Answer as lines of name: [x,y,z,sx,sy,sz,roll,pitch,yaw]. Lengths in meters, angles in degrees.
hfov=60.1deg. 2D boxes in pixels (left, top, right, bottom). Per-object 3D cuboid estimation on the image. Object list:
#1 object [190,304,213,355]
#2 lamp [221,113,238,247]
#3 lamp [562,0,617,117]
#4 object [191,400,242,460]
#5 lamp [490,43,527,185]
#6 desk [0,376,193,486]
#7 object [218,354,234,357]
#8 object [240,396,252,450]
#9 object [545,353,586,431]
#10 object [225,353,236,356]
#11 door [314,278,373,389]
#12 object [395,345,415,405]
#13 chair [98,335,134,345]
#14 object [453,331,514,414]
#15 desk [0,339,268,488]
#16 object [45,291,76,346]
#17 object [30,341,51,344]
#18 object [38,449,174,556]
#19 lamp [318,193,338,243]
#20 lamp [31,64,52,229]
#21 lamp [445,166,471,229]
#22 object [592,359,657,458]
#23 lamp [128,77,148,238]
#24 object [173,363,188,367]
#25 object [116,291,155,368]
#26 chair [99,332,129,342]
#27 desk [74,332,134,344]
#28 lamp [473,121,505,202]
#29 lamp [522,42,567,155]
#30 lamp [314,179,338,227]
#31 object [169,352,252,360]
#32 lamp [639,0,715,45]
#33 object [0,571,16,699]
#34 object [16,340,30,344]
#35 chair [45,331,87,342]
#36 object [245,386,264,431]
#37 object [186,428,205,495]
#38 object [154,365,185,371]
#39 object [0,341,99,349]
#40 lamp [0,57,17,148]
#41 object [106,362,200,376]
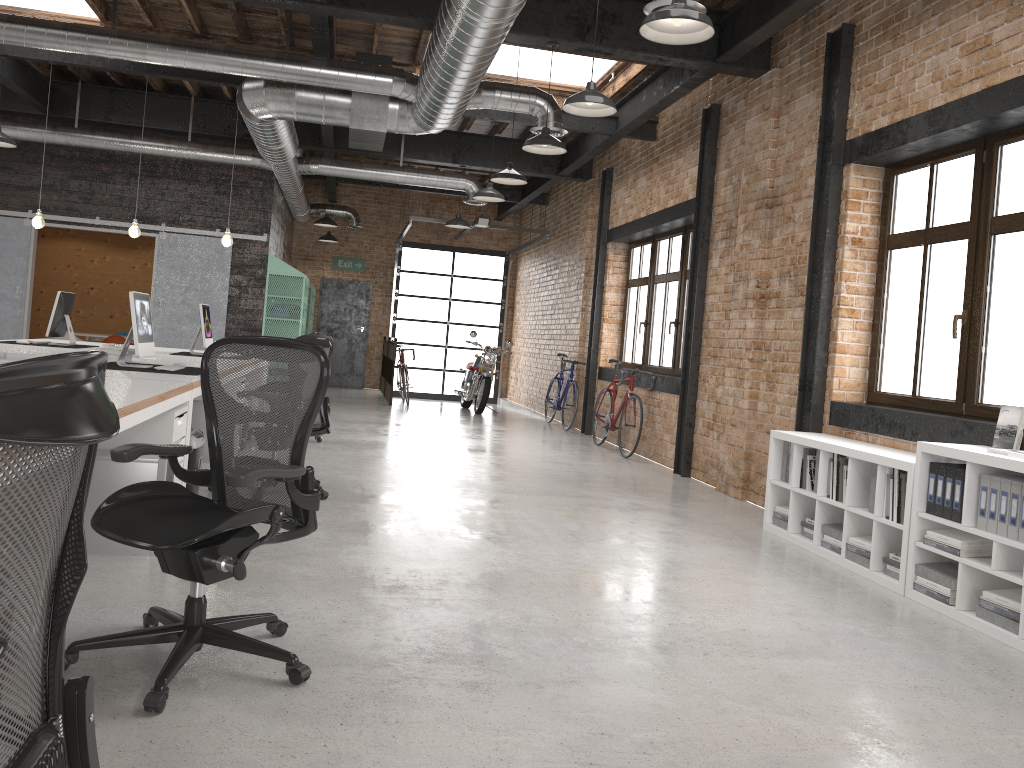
object: [-2.964,-0.524,8.507,0.189,0.485,0.484,5,1,-11]
lamp: [-2.935,-2.278,9.324,0.123,1.678,0.123,5,0,-13]
lamp: [0.564,-2.480,5.827,0.361,1.363,0.362,5,0,-38]
object: [-2.475,0.373,7.164,0.541,0.455,0.221,4,0,-11]
lamp: [0.025,-2.655,8.649,0.362,1.363,0.362,5,0,-3]
desk: [-2.444,0.447,2.156,2.310,0.769,5.118,4,3,-11]
object: [-2.761,-0.274,8.522,0.118,0.017,0.439,4,3,-11]
object: [-2.470,0.333,7.905,0.250,0.466,0.339,5,1,-11]
object: [0.704,0.089,12.600,0.401,1.039,1.740,5,2,-16]
object: [-2.815,-0.300,8.845,0.106,0.028,0.059,4,2,-12]
door: [-3.321,-0.991,17.350,0.997,2.099,0.218,5,0,-11]
object: [-1.913,-0.164,15.503,0.410,1.033,1.736,5,2,-5]
chair: [-5.799,-0.335,13.056,0.617,0.778,0.581,4,1,-16]
object: [-0.524,-0.199,14.855,0.812,1.360,2.181,5,2,-23]
desk: [-3.405,0.136,7.184,2.310,0.769,5.118,4,3,-11]
object: [-4.081,-0.596,8.072,0.189,0.485,0.484,5,1,-11]
object: [-4.323,-0.381,8.055,0.118,0.017,0.439,4,3,-11]
object: [-1.909,0.556,4.207,0.541,0.455,0.221,4,0,-11]
lamp: [-3.276,-3.256,16.071,0.361,1.338,0.362,5,0,-33]
lamp: [-4.736,-2.411,8.978,0.123,1.678,0.123,5,0,-13]
lamp: [-0.727,-2.638,12.470,0.361,0.856,0.362,5,0,-33]
object: [1.189,0.246,10.062,0.401,1.039,1.740,5,2,-16]
lamp: [-3.836,-2.345,9.151,0.123,1.678,0.123,5,0,-13]
object: [-2.295,-0.132,6.127,0.106,0.028,0.059,4,2,-12]
object: [-2.445,-0.356,5.789,0.189,0.485,0.484,5,1,-11]
chair: [-6.619,-0.488,14.914,0.617,0.778,0.581,4,1,-16]
desk: [-6.029,-0.374,13.997,1.997,0.731,0.999,4,2,-10]
lamp: [-0.222,-2.475,9.831,0.362,0.856,0.362,5,0,7]
lamp: [0.295,-2.308,7.124,0.362,0.856,0.361,5,0,12]
lamp: [-2.812,-3.106,13.646,0.361,1.338,0.362,5,0,-33]
object: [-2.876,-0.271,8.537,0.686,0.008,0.849,4,3,-12]
lamp: [0.834,-2.134,4.302,0.362,0.856,0.362,5,0,7]
object: [-1.357,0.693,2.086,0.250,0.466,0.339,5,1,-11]
object: [-4.268,-0.368,7.731,0.106,0.028,0.059,4,2,-10]
chair: [-6.491,-0.386,12.923,0.617,0.778,0.581,4,1,-16]
object: [-2.877,0.243,9.267,0.541,0.455,0.221,4,0,-11]
object: [-1.946,0.502,5.165,0.250,0.466,0.339,5,1,-11]
object: [-2.241,-0.106,5.804,0.118,0.017,0.439,4,3,-11]
object: [-4.216,-0.360,8.054,0.686,0.008,0.849,4,3,-12]
lamp: [-5.139,-2.837,8.887,0.362,0.856,0.362,5,0,7]
object: [-2.357,-0.103,5.820,0.686,0.008,0.849,4,3,-11]
